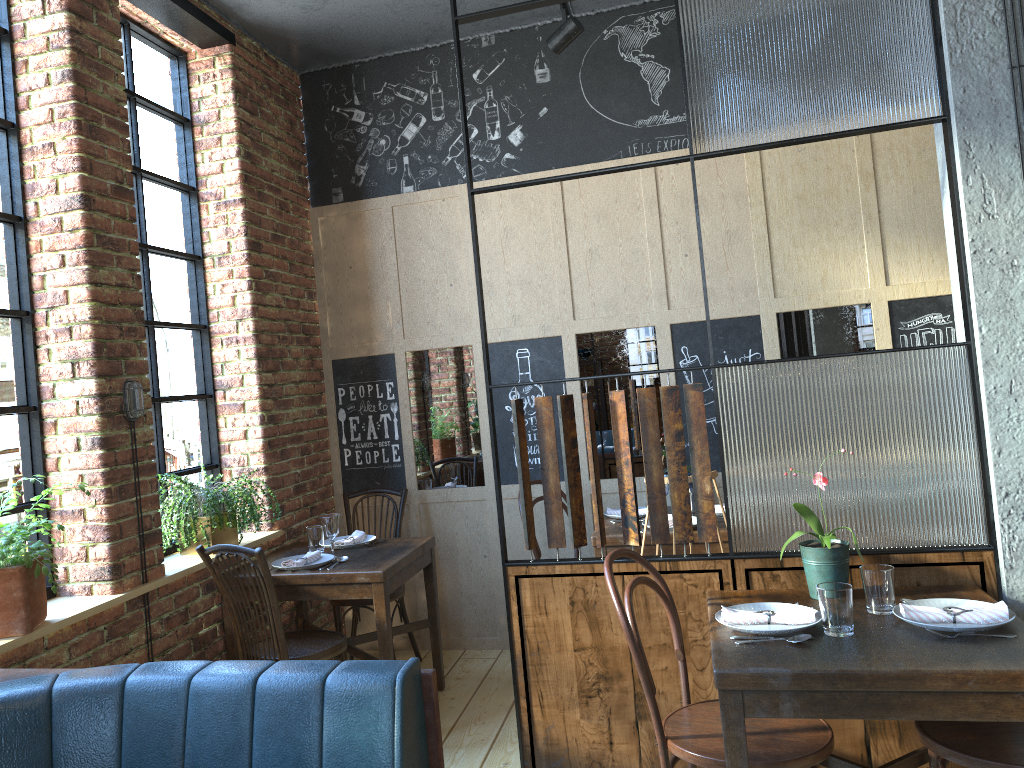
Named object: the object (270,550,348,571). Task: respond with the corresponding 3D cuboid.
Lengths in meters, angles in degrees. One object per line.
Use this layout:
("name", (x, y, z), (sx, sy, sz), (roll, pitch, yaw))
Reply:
("object", (-0.881, 0.754, 3.782), (0.334, 0.051, 0.262), (-5, 0, 17))

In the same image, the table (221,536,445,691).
("table", (-0.774, 1.134, 3.970), (0.768, 0.727, 0.733), (-6, -1, 14))

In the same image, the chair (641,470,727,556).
("chair", (0.721, 0.861, 3.676), (0.537, 1.006, 0.449), (-5, -1, 1))

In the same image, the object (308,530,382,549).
("object", (-0.798, 0.744, 4.205), (0.334, 0.051, 0.262), (-5, 0, 17))

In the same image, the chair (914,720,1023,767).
("chair", (1.309, 0.851, 2.198), (0.556, 0.921, 0.433), (-6, -1, 6))

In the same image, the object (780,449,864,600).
("object", (0.890, 0.408, 2.560), (0.197, 0.427, 0.150), (-5, -1, -14))

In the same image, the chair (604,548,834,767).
("chair", (0.574, 0.918, 2.398), (0.572, 0.921, 0.420), (-6, -1, 31))

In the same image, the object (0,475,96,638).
("object", (-1.569, 0.516, 2.691), (0.438, 0.483, 0.441), (-6, -1, 35))

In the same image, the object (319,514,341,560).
("object", (-0.794, 0.675, 3.881), (0.096, 0.192, 0.100), (-5, -1, -16))

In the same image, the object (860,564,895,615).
("object", (0.987, 0.552, 2.370), (0.082, 0.119, 0.086), (-5, -1, -18))

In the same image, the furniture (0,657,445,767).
("furniture", (-1.060, 1.127, 0.981), (1.396, 0.823, 2.553), (-5, 0, 12))

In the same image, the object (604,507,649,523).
("object", (0.577, 0.616, 4.259), (0.275, 0.051, 0.318), (-5, 0, 12))

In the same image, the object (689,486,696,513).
("object", (0.880, 0.553, 4.240), (0.085, 0.119, 0.084), (-5, -1, 3))

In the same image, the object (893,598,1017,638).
("object", (1.120, 0.576, 2.249), (0.277, 0.051, 0.316), (-5, 0, 17))

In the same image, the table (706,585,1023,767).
("table", (0.939, 0.983, 2.286), (0.768, 0.727, 0.733), (-6, -1, 14))

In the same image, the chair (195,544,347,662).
("chair", (-0.914, 1.050, 3.536), (0.422, 0.916, 0.499), (-6, -1, 33))

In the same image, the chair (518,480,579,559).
("chair", (0.346, 0.929, 4.277), (0.418, 0.921, 0.575), (-4, -2, -45))

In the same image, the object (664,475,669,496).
("object", (0.712, 0.533, 4.181), (0.096, 0.192, 0.100), (-5, -1, -16))

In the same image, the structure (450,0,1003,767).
("structure", (3.162, -0.514, 0.097), (6.020, 3.328, 5.859), (-5, 0, -3))

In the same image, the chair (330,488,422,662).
("chair", (-0.729, 1.028, 4.549), (0.411, 0.916, 0.513), (-6, -1, 8))

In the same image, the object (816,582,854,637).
("object", (0.819, 0.569, 2.223), (0.082, 0.119, 0.086), (-5, -1, -18))

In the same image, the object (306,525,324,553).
("object", (-0.909, 0.721, 4.086), (0.088, 0.119, 0.081), (-6, -1, 31))

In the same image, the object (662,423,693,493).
("object", (0.834, 0.401, 4.405), (0.222, 0.432, 0.134), (-6, -2, 11))

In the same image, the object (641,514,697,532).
("object", (0.729, 0.604, 3.883), (0.334, 0.051, 0.262), (-5, 0, 17))

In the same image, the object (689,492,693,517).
("object", (0.790, 0.563, 4.054), (0.085, 0.119, 0.084), (-5, -1, 3))

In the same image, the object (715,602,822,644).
("object", (0.678, 0.617, 2.333), (0.277, 0.051, 0.316), (-5, 0, 17))

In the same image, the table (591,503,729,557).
("table", (0.817, 0.985, 4.092), (0.768, 0.727, 0.733), (-6, -1, 14))

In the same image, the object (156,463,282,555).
("object", (-1.288, 0.539, 3.820), (0.510, 0.370, 0.592), (-5, 0, 13))

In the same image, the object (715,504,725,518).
("object", (1.024, 0.575, 4.130), (0.277, 0.051, 0.316), (-5, 0, 17))
